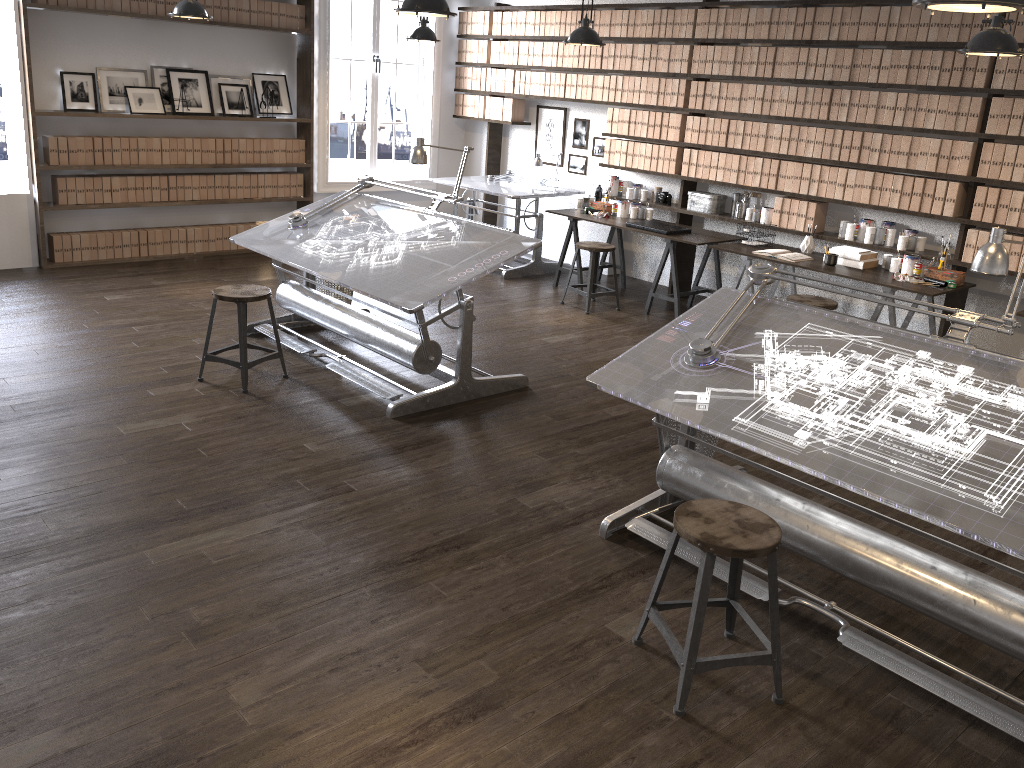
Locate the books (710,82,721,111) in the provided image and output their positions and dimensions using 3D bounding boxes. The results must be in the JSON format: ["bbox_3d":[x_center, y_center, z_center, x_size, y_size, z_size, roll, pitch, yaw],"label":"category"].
[{"bbox_3d":[1.686,-2.309,7.130,0.175,0.222,0.067,-11,23,-41],"label":"books"}]

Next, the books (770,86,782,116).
[{"bbox_3d":[2.054,-2.151,6.743,0.175,0.222,0.067,-11,22,-41],"label":"books"}]

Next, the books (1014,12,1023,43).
[{"bbox_3d":[3.163,-2.200,5.431,0.175,0.222,0.067,-11,23,-41],"label":"books"}]

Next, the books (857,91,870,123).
[{"bbox_3d":[2.519,-1.947,6.243,0.175,0.222,0.067,-11,23,-41],"label":"books"}]

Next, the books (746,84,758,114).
[{"bbox_3d":[1.911,-2.211,6.891,0.175,0.222,0.067,-11,22,-41],"label":"books"}]

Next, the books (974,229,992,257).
[{"bbox_3d":[3.098,-0.889,5.781,0.175,0.222,0.067,-11,23,-41],"label":"books"}]

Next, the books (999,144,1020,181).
[{"bbox_3d":[3.168,-1.397,5.595,0.175,0.222,0.067,-11,22,-41],"label":"books"}]

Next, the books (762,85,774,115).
[{"bbox_3d":[2.007,-2.170,6.792,0.175,0.222,0.067,-11,22,-41],"label":"books"}]

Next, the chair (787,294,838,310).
[{"bbox_3d":[1.908,-0.290,5.753,0.373,0.520,0.362,10,18,20],"label":"chair"}]

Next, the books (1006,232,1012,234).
[{"bbox_3d":[3.145,-0.868,5.730,0.175,0.222,0.067,-11,22,-41],"label":"books"}]

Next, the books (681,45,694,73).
[{"bbox_3d":[1.483,-2.665,7.292,0.175,0.222,0.067,-11,23,-41],"label":"books"}]

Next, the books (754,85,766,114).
[{"bbox_3d":[1.957,-2.190,6.839,0.175,0.222,0.067,-11,23,-41],"label":"books"}]

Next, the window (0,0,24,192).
[{"bbox_3d":[-4.438,-2.573,6.478,1.490,2.462,0.154,-11,22,-41],"label":"window"}]

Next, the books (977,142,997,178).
[{"bbox_3d":[3.080,-1.438,5.697,0.175,0.222,0.067,-11,23,-41],"label":"books"}]

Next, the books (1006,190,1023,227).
[{"bbox_3d":[3.215,-1.109,5.602,0.175,0.222,0.067,-11,23,-41],"label":"books"}]

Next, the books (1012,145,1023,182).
[{"bbox_3d":[3.218,-1.376,5.544,0.175,0.222,0.067,-11,23,-41],"label":"books"}]

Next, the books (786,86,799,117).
[{"bbox_3d":[2.143,-2.108,6.638,0.175,0.222,0.067,-11,23,-41],"label":"books"}]

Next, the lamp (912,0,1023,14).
[{"bbox_3d":[1.370,-2.123,2.187,0.313,2.221,0.315,-1,17,-17],"label":"lamp"}]

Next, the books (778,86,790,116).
[{"bbox_3d":[2.097,-2.130,6.691,0.175,0.222,0.067,-11,23,-41],"label":"books"}]

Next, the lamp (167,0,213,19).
[{"bbox_3d":[-2.238,-3.700,6.059,0.312,2.221,0.316,12,18,26],"label":"lamp"}]

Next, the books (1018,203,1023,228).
[{"bbox_3d":[3.264,-1.089,5.555,0.175,0.222,0.067,-11,22,-41],"label":"books"}]

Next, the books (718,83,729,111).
[{"bbox_3d":[1.736,-2.289,7.083,0.175,0.222,0.067,-11,22,-41],"label":"books"}]

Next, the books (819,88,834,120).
[{"bbox_3d":[2.325,-2.029,6.444,0.175,0.222,0.067,-11,23,-41],"label":"books"}]

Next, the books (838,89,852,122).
[{"bbox_3d":[2.422,-1.987,6.341,0.175,0.222,0.067,-11,22,-41],"label":"books"}]

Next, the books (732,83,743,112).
[{"bbox_3d":[1.823,-2.248,6.981,0.175,0.222,0.067,-11,23,-41],"label":"books"}]

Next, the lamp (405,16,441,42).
[{"bbox_3d":[-0.698,-4.046,7.390,0.312,2.221,0.316,12,18,26],"label":"lamp"}]

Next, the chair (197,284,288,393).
[{"bbox_3d":[-1.515,-0.270,4.991,0.360,0.520,0.375,12,19,24],"label":"chair"}]

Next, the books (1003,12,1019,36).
[{"bbox_3d":[3.118,-2.223,5.488,0.175,0.222,0.067,-11,22,-41],"label":"books"}]

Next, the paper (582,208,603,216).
[{"bbox_3d":[0.701,-1.515,7.787,0.156,0.038,0.139,16,22,31],"label":"paper"}]

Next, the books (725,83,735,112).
[{"bbox_3d":[1.783,-2.268,7.033,0.175,0.222,0.067,-11,22,-41],"label":"books"}]

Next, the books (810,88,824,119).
[{"bbox_3d":[2.280,-2.051,6.500,0.175,0.222,0.067,-11,22,-41],"label":"books"}]

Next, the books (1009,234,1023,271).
[{"bbox_3d":[3.236,-0.832,5.644,0.175,0.222,0.067,-11,22,-41],"label":"books"}]

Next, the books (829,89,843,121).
[{"bbox_3d":[2.379,-2.008,6.394,0.175,0.222,0.067,-11,22,-41],"label":"books"}]

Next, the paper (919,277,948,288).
[{"bbox_3d":[2.677,-0.651,5.666,0.138,0.038,0.157,-6,21,-26],"label":"paper"}]

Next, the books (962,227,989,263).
[{"bbox_3d":[3.053,-0.911,5.835,0.175,0.222,0.067,-11,23,-41],"label":"books"}]

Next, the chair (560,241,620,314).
[{"bbox_3d":[0.658,-0.871,7.196,0.359,0.520,0.376,-7,21,-33],"label":"chair"}]

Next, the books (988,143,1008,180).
[{"bbox_3d":[3.125,-1.418,5.647,0.175,0.222,0.067,-11,23,-41],"label":"books"}]

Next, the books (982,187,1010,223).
[{"bbox_3d":[3.117,-1.151,5.705,0.175,0.222,0.067,-11,22,-41],"label":"books"}]

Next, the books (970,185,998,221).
[{"bbox_3d":[3.073,-1.173,5.761,0.175,0.222,0.067,-11,23,-41],"label":"books"}]

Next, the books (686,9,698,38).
[{"bbox_3d":[1.505,-2.924,7.209,0.175,0.222,0.067,-11,22,-41],"label":"books"}]

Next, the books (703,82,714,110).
[{"bbox_3d":[1.643,-2.330,7.184,0.175,0.222,0.067,-11,23,-41],"label":"books"}]

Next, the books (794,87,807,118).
[{"bbox_3d":[2.190,-2.087,6.587,0.175,0.222,0.067,-11,22,-41],"label":"books"}]

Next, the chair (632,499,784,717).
[{"bbox_3d":[0.623,0.661,2.708,0.358,0.520,0.377,0,18,-14],"label":"chair"}]

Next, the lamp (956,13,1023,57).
[{"bbox_3d":[2.428,-2.682,4.041,0.313,2.221,0.315,-1,17,-17],"label":"lamp"}]

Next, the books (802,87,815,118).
[{"bbox_3d":[2.235,-2.070,6.545,0.175,0.222,0.067,-11,23,-41],"label":"books"}]

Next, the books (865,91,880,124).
[{"bbox_3d":[2.559,-1.926,6.192,0.175,0.222,0.067,-11,22,-41],"label":"books"}]

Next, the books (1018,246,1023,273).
[{"bbox_3d":[3.280,-0.810,5.587,0.175,0.222,0.067,-11,23,-41],"label":"books"}]

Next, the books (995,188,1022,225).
[{"bbox_3d":[3.171,-1.130,5.656,0.175,0.222,0.067,-11,23,-41],"label":"books"}]

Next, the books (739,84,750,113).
[{"bbox_3d":[1.871,-2.230,6.937,0.175,0.222,0.067,-11,22,-41],"label":"books"}]

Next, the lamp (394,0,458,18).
[{"bbox_3d":[-0.348,-2.874,4.031,0.313,2.221,0.315,-3,18,-21],"label":"lamp"}]

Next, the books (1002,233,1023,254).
[{"bbox_3d":[3.190,-0.851,5.688,0.175,0.222,0.067,-11,23,-41],"label":"books"}]

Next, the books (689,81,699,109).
[{"bbox_3d":[1.545,-2.373,7.289,0.175,0.222,0.067,-11,23,-41],"label":"books"}]

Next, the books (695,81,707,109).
[{"bbox_3d":[1.589,-2.351,7.233,0.175,0.222,0.067,-11,22,-41],"label":"books"}]

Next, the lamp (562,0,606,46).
[{"bbox_3d":[0.590,-3.485,6.014,0.312,2.221,0.316,12,18,26],"label":"lamp"}]

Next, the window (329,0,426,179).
[{"bbox_3d":[-1.391,-3.217,8.964,1.251,2.277,0.154,-11,22,-41],"label":"window"}]
